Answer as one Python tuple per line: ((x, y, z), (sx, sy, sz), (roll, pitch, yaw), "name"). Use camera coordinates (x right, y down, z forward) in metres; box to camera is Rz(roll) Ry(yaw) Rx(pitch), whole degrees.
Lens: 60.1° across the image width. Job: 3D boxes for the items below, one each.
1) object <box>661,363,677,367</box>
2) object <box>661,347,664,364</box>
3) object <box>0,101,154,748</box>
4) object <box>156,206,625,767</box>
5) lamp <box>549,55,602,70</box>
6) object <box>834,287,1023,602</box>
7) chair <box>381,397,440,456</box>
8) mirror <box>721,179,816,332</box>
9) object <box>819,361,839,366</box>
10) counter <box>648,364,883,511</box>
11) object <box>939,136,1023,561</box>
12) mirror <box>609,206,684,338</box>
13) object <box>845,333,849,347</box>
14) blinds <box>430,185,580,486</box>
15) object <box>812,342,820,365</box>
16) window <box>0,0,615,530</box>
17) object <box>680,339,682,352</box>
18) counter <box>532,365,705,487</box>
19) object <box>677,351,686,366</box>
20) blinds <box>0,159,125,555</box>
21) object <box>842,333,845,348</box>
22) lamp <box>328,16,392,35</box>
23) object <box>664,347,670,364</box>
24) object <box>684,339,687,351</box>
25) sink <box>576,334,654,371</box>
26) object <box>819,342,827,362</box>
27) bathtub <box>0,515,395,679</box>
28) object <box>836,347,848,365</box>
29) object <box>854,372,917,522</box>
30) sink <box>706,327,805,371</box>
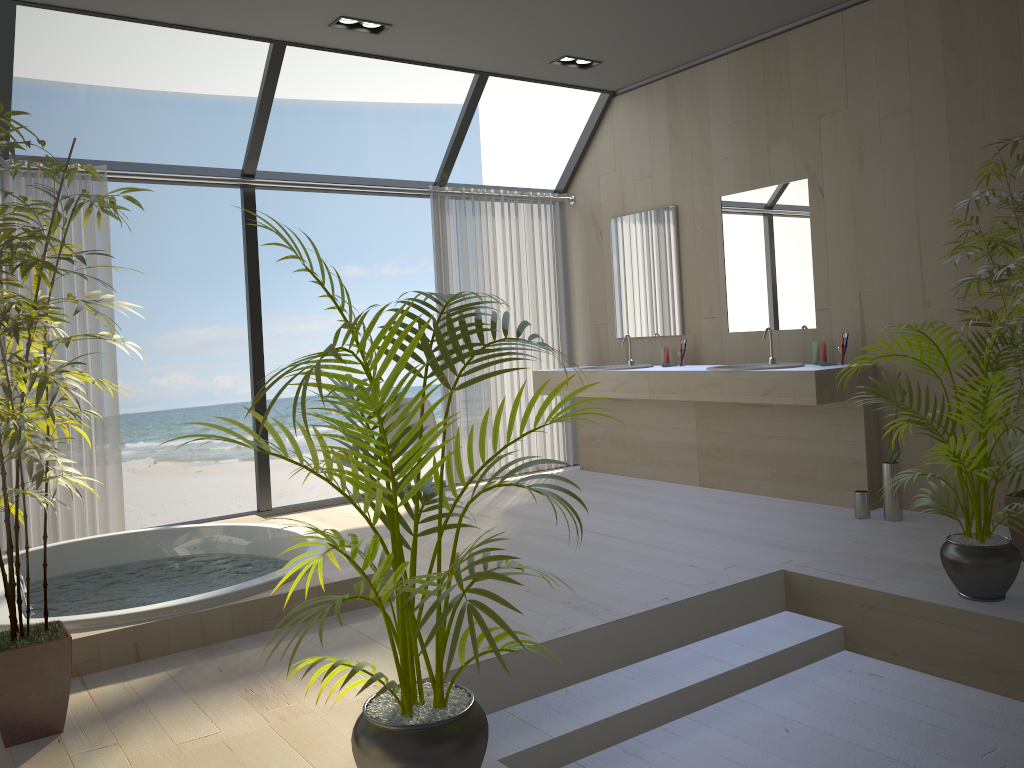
((1.031, -0.125, 5.799), (0.104, 0.029, 0.032), (-3, 2, 5), "object")
((1.027, -0.185, 5.994), (0.039, 0.135, 0.039), (-3, 0, 14), "object")
((-1.450, 0.106, 2.454), (0.787, 1.757, 0.935), (-3, 0, -10), "object")
((-0.203, 0.260, 2.002), (0.872, 1.345, 1.067), (-3, 1, 44), "object")
((0.404, -2.099, 5.644), (0.301, 0.112, 0.164), (-5, 3, -35), "lamp")
((1.612, 0.187, 3.171), (0.916, 1.157, 0.751), (-3, 1, -1), "object")
((-0.645, 0.269, 5.560), (0.369, 0.347, 0.454), (-3, 2, -7), "chair")
((1.549, -0.756, 5.364), (0.023, 0.868, 0.652), (-3, 0, -35), "mirror")
((1.724, -0.111, 4.813), (0.104, 0.029, 0.032), (-3, 2, 5), "object")
((1.433, 0.299, 5.130), (0.551, 0.791, 1.204), (-4, 2, -35), "counter")
((2.184, -0.156, 3.637), (0.787, 1.757, 0.935), (-3, 0, -10), "object")
((0.931, -0.765, 6.195), (0.023, 0.868, 0.652), (-3, 0, -35), "mirror")
((1.823, -0.192, 4.851), (0.054, 0.175, 0.012), (-3, 0, -10), "object")
((-0.031, -0.379, 6.448), (1.184, 2.071, 0.084), (-3, 0, -35), "blinds")
((1.720, -0.171, 5.007), (0.039, 0.135, 0.039), (-3, 0, 6), "object")
((-1.261, -0.597, 5.361), (4.569, 2.814, 0.744), (-5, 1, -35), "window")
((1.112, -0.204, 5.805), (0.012, 0.178, 0.050), (-3, 0, 4), "object")
((0.740, 0.285, 6.116), (0.551, 0.791, 1.204), (-4, 2, -35), "counter")
((1.117, -0.164, 5.834), (0.058, 0.100, 0.058), (-3, 1, -28), "object")
((-2.689, -0.134, 4.574), (1.184, 2.071, 0.084), (-3, 0, -35), "blinds")
((1.805, -0.190, 4.819), (0.012, 0.178, 0.050), (-3, 0, 4), "object")
((-0.822, -1.986, 4.780), (0.301, 0.112, 0.164), (-5, 3, -35), "lamp")
((1.026, -0.178, 5.880), (0.039, 0.135, 0.039), (-3, 0, 14), "object")
((1.130, -0.206, 5.837), (0.054, 0.175, 0.012), (-3, 0, -10), "object")
((0.698, -0.125, 6.064), (0.505, 0.419, 0.573), (-4, 2, -32), "sink")
((1.719, -0.165, 4.894), (0.039, 0.135, 0.039), (-3, 0, 6), "object")
((-1.688, 0.872, 3.694), (1.824, 0.698, 1.645), (-5, 3, -35), "bathtub")
((1.810, -0.150, 4.848), (0.058, 0.100, 0.058), (-3, 0, -25), "object")
((1.951, 0.315, 4.593), (0.273, 0.749, 0.407), (-3, 0, 43), "object")
((1.391, -0.111, 5.078), (0.505, 0.419, 0.573), (-4, 2, -32), "sink")
